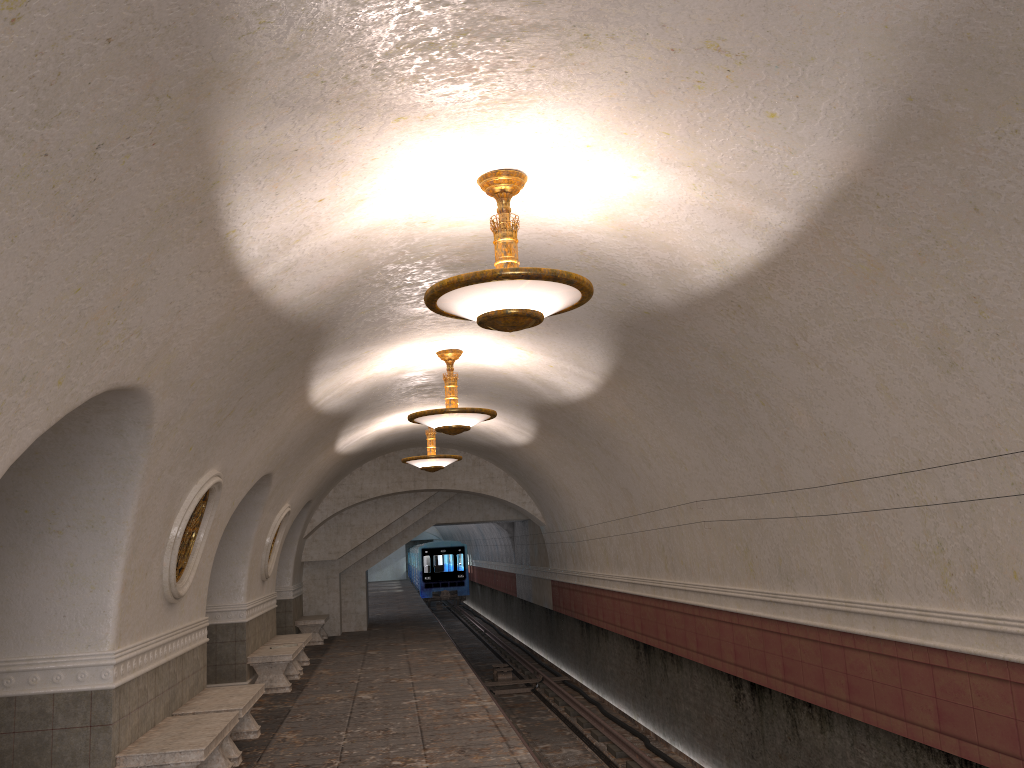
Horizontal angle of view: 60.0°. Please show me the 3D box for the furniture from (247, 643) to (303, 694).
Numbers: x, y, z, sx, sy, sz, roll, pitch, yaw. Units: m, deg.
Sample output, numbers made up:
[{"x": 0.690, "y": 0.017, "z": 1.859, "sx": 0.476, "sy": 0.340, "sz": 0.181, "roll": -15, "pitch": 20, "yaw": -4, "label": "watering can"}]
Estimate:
[{"x": -3.396, "y": 4.095, "z": 12.797, "sx": 0.613, "sy": 0.508, "sz": 1.509, "roll": -2, "pitch": -10, "yaw": -8, "label": "furniture"}]

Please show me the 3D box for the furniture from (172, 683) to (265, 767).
[{"x": -2.817, "y": 3.311, "z": 8.628, "sx": 0.613, "sy": 0.508, "sz": 1.509, "roll": -2, "pitch": -10, "yaw": -8, "label": "furniture"}]

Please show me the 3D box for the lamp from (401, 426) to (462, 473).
[{"x": -1.340, "y": 0.995, "z": 14.731, "sx": 1.008, "sy": 0.955, "sz": 1.008, "roll": -11, "pitch": -13, "yaw": 37, "label": "lamp"}]

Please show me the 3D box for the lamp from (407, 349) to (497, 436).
[{"x": -0.686, "y": 0.109, "z": 10.029, "sx": 1.008, "sy": 0.955, "sz": 1.008, "roll": -5, "pitch": -10, "yaw": 7, "label": "lamp"}]

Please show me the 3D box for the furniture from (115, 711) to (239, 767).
[{"x": -2.589, "y": 3.002, "z": 6.991, "sx": 0.613, "sy": 0.508, "sz": 1.509, "roll": -2, "pitch": -10, "yaw": -8, "label": "furniture"}]

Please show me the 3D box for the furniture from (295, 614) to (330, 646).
[{"x": -4.249, "y": 5.250, "z": 18.933, "sx": 0.613, "sy": 0.508, "sz": 1.509, "roll": -2, "pitch": -10, "yaw": -8, "label": "furniture"}]

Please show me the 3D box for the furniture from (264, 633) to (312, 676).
[{"x": -3.624, "y": 4.403, "z": 14.434, "sx": 0.613, "sy": 0.508, "sz": 1.509, "roll": -2, "pitch": -10, "yaw": -8, "label": "furniture"}]

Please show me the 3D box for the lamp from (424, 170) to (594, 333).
[{"x": -0.033, "y": -0.775, "z": 5.327, "sx": 1.008, "sy": 0.955, "sz": 1.008, "roll": -5, "pitch": -10, "yaw": 7, "label": "lamp"}]
